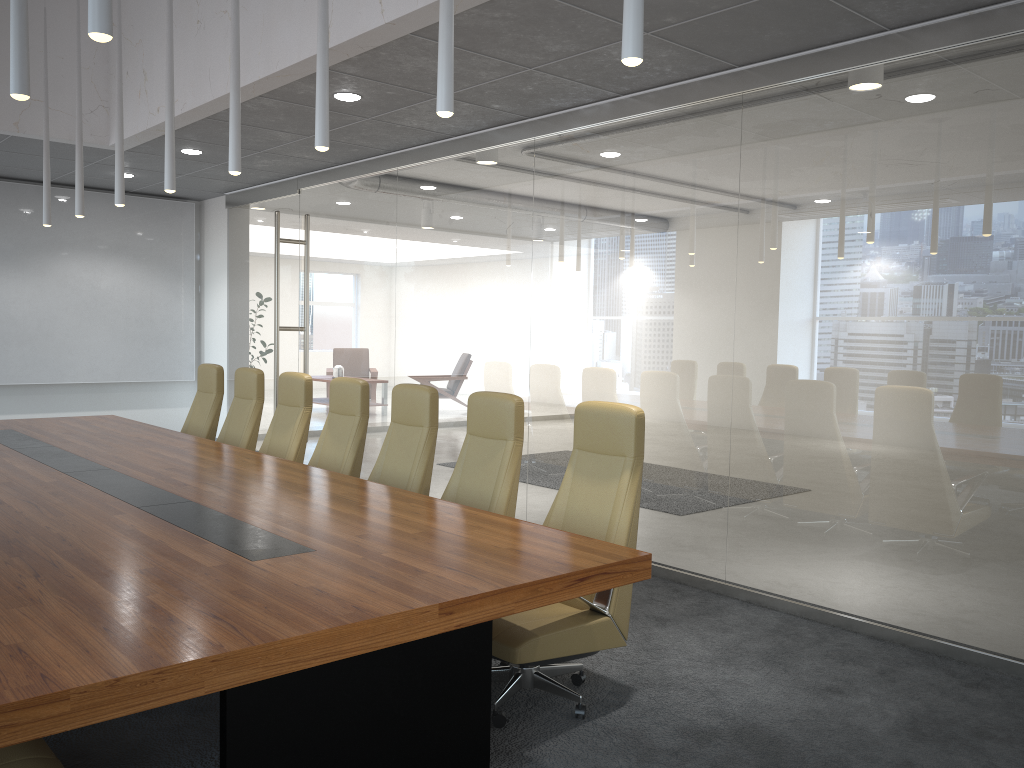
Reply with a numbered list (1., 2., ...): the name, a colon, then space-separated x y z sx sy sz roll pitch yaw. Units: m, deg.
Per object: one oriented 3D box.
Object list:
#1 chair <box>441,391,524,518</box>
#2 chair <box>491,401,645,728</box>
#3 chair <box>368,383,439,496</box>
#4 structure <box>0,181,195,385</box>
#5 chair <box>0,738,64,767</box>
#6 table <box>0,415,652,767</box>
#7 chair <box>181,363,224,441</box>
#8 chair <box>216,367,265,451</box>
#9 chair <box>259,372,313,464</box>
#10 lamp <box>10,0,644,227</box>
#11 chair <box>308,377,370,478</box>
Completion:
1. chair: -0.435 0.758 4.837 0.955 1.406 0.711 -2 4 -41
2. chair: 0.155 0.803 4.274 0.955 1.406 0.711 -2 4 -41
3. chair: -0.962 0.712 5.431 0.955 1.406 0.711 -2 4 -41
4. structure: -2.397 -0.808 5.110 6.600 2.466 13.989 -2 4 -41
5. chair: -1.858 0.865 2.517 0.955 1.406 0.711 -2 4 -41
6. table: -2.473 0.951 5.174 2.300 0.895 6.500 -2 4 -41
7. chair: -3.084 0.526 7.825 0.955 1.406 0.711 -2 4 -41
8. chair: -2.554 0.573 7.227 0.955 1.406 0.711 -2 4 -41
9. chair: -2.019 0.620 6.623 0.955 1.406 0.711 -2 4 -41
10. lamp: -2.403 -2.404 4.977 2.619 2.378 7.258 -2 4 -41
11. chair: -1.492 0.666 6.029 0.955 1.406 0.711 -2 4 -41
